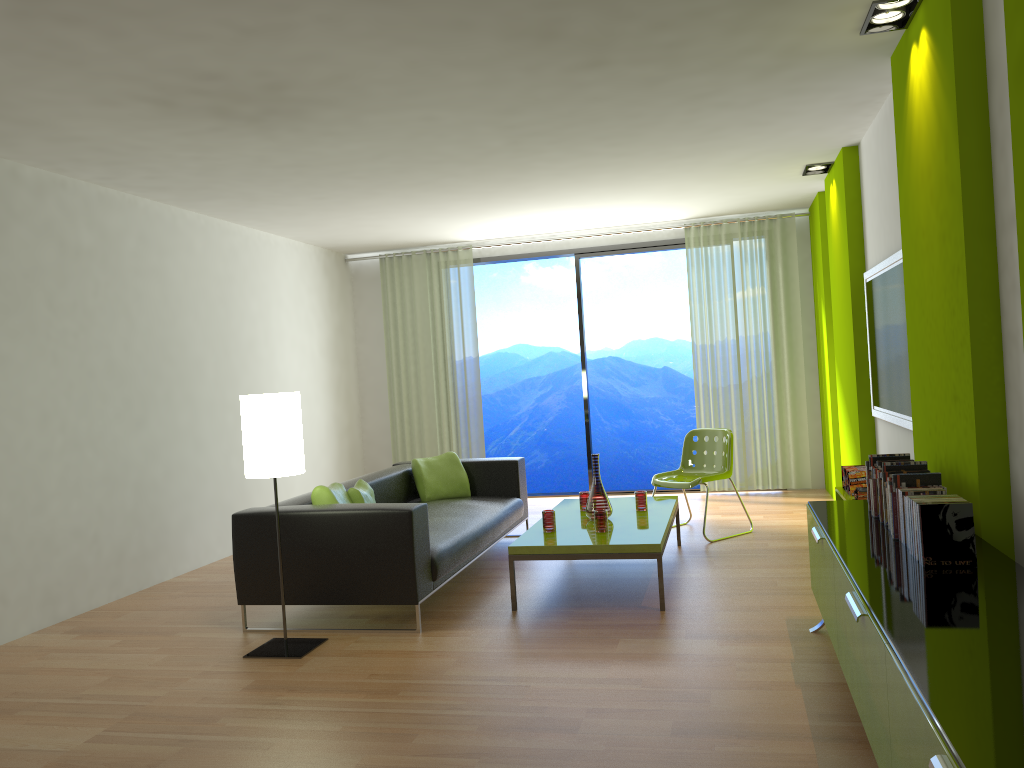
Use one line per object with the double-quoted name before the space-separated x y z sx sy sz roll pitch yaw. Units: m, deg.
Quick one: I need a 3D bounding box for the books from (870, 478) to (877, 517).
"books" 1.572 0.467 3.641 0.185 0.162 0.025 -4 1 14

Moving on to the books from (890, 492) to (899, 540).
"books" 1.450 0.473 3.169 0.178 0.177 0.030 -4 1 14

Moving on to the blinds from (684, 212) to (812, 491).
"blinds" 2.221 -0.281 8.383 1.012 2.568 0.067 -4 1 14

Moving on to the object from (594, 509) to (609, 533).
"object" 0.503 0.773 4.999 0.076 0.122 0.075 -4 1 -21

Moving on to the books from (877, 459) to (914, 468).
"books" 1.606 0.432 3.701 0.144 0.227 0.025 -4 1 14

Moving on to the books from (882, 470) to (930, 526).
"books" 1.528 0.445 3.431 0.172 0.217 0.031 -4 1 14

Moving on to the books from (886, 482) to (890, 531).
"books" 1.499 0.462 3.339 0.161 0.191 0.021 -4 1 14

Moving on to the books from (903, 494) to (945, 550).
"books" 1.407 0.474 2.992 0.131 0.185 0.112 -4 1 14

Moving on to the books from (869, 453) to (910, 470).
"books" 1.614 0.421 3.779 0.163 0.246 0.017 -4 1 14

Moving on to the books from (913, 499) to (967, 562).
"books" 1.366 0.470 2.823 0.154 0.200 0.031 -4 1 14

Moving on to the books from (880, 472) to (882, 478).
"books" 1.554 0.449 3.515 0.163 0.204 0.033 -4 1 14

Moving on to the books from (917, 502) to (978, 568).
"books" 1.350 0.471 2.754 0.154 0.202 0.048 -4 1 14

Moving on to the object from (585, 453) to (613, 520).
"object" 0.522 0.627 5.417 0.168 0.400 0.168 -4 1 -1

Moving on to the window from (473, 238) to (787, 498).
"window" 0.949 -0.122 8.925 3.336 2.498 0.219 -4 1 14

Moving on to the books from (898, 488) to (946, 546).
"books" 1.428 0.465 3.080 0.140 0.197 0.069 -4 1 14

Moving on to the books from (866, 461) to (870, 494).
"books" 1.619 0.436 3.815 0.172 0.215 0.030 -4 1 14

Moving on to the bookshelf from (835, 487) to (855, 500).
"bookshelf" 2.119 0.884 5.076 0.306 0.378 1.630 -4 1 14

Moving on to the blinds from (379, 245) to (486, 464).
"blinds" -0.805 -0.095 9.119 1.012 2.568 0.067 -4 1 14

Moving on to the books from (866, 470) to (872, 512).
"books" 1.603 0.454 3.761 0.180 0.183 0.025 -4 1 14

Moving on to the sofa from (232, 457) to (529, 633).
"sofa" -0.643 0.928 5.769 1.061 0.639 2.583 -4 1 14

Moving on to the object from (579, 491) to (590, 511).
"object" 0.479 0.767 5.792 0.075 0.122 0.076 -4 1 -42

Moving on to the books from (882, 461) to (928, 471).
"books" 1.541 0.428 3.466 0.163 0.248 0.017 -4 1 14

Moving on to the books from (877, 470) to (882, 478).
"books" 1.571 0.448 3.585 0.163 0.204 0.025 -4 1 14

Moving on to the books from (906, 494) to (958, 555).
"books" 1.390 0.468 2.922 0.154 0.200 0.031 -4 1 14

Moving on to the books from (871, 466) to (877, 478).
"books" 1.604 0.445 3.731 0.163 0.201 0.032 -4 1 14

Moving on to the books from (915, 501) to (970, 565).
"books" 1.357 0.471 2.784 0.154 0.202 0.048 -4 1 14

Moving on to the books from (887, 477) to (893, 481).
"books" 1.516 0.453 3.361 0.163 0.204 0.025 -4 1 14

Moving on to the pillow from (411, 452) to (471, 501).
"pillow" -0.543 0.702 6.635 0.399 0.362 0.269 -4 1 -28

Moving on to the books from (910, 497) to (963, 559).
"books" 1.375 0.470 2.858 0.154 0.200 0.031 -4 1 14

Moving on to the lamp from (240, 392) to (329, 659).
"lamp" -1.135 0.667 4.306 0.302 1.244 0.295 -4 1 14

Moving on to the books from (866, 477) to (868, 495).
"books" 1.640 0.441 3.881 0.163 0.201 0.025 -4 1 14

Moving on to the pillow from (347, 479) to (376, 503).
"pillow" -0.908 0.756 5.420 0.164 0.317 0.380 -4 1 -3

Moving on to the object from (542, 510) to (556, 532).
"object" 0.214 0.791 5.108 0.075 0.122 0.076 -4 1 -42

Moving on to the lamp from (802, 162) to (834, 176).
"lamp" 2.251 -1.645 6.537 0.192 0.131 0.352 -4 1 14

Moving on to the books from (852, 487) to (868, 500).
"books" 2.102 0.656 5.235 0.164 0.078 0.172 -4 1 12

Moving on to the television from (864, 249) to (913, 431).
"television" 2.161 -0.240 5.054 0.028 0.941 1.537 -4 1 14

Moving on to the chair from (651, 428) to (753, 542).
"chair" 1.355 0.730 6.584 0.546 0.759 0.640 -4 1 -38

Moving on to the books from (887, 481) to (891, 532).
"books" 1.493 0.460 3.314 0.161 0.196 0.030 -4 1 14

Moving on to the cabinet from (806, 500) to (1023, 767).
"cabinet" 1.228 0.873 2.456 0.547 0.593 3.384 -4 1 14

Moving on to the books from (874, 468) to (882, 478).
"books" 1.587 0.446 3.662 0.163 0.201 0.025 -4 1 14

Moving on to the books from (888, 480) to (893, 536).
"books" 1.469 0.456 3.235 0.170 0.209 0.036 -4 1 14

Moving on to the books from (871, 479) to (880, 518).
"books" 1.567 0.467 3.613 0.185 0.164 0.025 -4 1 14

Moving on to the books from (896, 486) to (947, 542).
"books" 1.449 0.464 3.134 0.161 0.196 0.038 -4 1 14

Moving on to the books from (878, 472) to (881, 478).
"books" 1.566 0.451 3.564 0.163 0.198 0.018 -4 1 14

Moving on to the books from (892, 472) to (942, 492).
"books" 1.462 0.441 3.191 0.161 0.239 0.020 -4 1 14

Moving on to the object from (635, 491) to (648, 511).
"object" 0.824 0.746 5.651 0.075 0.122 0.076 -4 1 -42

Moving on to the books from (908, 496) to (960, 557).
"books" 1.383 0.469 2.892 0.154 0.200 0.031 -4 1 14

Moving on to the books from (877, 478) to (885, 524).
"books" 1.539 0.460 3.489 0.180 0.185 0.025 -4 1 14

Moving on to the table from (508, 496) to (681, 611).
"table" 0.578 0.996 5.458 0.810 0.349 1.682 -4 1 14

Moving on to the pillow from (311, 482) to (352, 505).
"pillow" -0.988 0.750 5.034 0.210 0.403 0.457 -4 1 -1

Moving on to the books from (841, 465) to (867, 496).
"books" 2.196 0.613 5.632 0.147 0.150 0.370 -4 1 14

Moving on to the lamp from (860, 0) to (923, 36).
"lamp" 1.549 -1.571 3.636 0.192 0.131 0.352 -4 1 14
